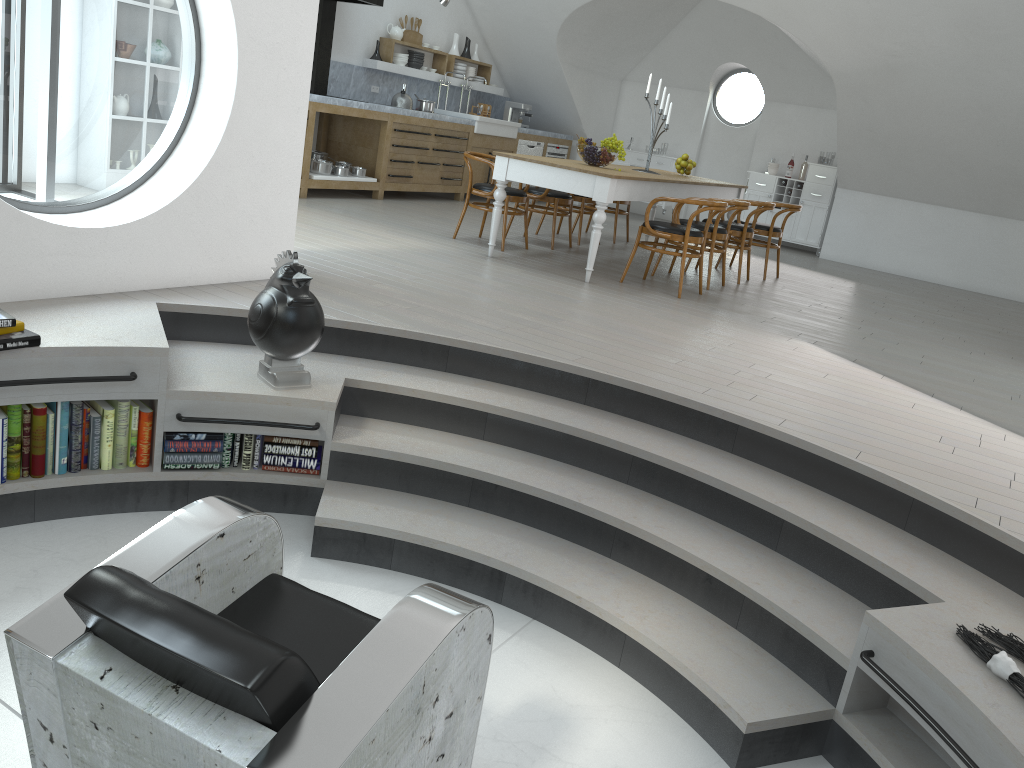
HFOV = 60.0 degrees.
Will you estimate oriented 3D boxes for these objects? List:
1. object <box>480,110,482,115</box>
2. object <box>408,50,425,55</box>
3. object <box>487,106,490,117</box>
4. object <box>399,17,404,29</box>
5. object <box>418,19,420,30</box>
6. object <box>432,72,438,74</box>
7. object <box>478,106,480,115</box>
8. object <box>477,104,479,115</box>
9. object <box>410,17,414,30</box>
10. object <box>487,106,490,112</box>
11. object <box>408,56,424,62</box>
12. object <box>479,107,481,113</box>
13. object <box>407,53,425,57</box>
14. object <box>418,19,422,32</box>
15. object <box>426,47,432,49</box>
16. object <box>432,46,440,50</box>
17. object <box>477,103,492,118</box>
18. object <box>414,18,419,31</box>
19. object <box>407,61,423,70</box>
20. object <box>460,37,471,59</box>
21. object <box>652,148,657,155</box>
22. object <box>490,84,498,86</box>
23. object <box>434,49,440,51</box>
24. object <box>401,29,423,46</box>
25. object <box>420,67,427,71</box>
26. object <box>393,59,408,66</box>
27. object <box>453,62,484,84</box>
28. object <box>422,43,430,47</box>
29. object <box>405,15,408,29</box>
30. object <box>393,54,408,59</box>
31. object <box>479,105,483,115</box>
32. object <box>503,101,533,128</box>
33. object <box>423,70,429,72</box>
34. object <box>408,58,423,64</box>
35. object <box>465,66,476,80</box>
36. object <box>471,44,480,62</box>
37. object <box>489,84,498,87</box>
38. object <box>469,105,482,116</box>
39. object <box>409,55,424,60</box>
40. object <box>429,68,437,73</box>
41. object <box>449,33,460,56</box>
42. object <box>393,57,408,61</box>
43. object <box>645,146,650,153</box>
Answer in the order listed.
[{"bbox_3d":[-0.422,-3.637,11.904,0.044,0.177,0.020,13,15,13],"label":"object"},{"bbox_3d":[-1.146,-3.925,10.564,0.206,0.079,0.206,19,19,30],"label":"object"},{"bbox_3d":[-0.332,-3.691,12.101,0.019,0.194,0.022,18,17,28],"label":"object"},{"bbox_3d":[-1.261,-4.126,10.317,0.016,0.257,0.199,22,19,37],"label":"object"},{"bbox_3d":[-1.113,-4.190,10.561,0.030,0.292,0.058,18,17,27],"label":"object"},{"bbox_3d":[-0.984,-3.843,10.953,0.164,0.012,0.165,-5,22,-42],"label":"object"},{"bbox_3d":[-0.445,-3.632,11.874,0.019,0.177,0.044,8,15,-6],"label":"object"},{"bbox_3d":[-0.457,-3.648,11.885,0.019,0.194,0.022,14,16,16],"label":"object"},{"bbox_3d":[-1.181,-4.168,10.446,0.040,0.297,0.061,17,17,25],"label":"object"},{"bbox_3d":[-0.333,-3.686,12.074,0.040,0.191,0.042,7,15,-11],"label":"object"},{"bbox_3d":[-1.150,-3.851,10.577,0.205,0.086,0.207,4,17,-18],"label":"object"},{"bbox_3d":[-0.437,-3.647,11.896,0.023,0.194,0.018,16,16,23],"label":"object"},{"bbox_3d":[-1.148,-3.898,10.572,0.205,0.083,0.207,-1,19,-33],"label":"object"},{"bbox_3d":[-1.116,-4.179,10.521,0.039,0.296,0.068,18,17,27],"label":"object"},{"bbox_3d":[-1.045,-4.061,10.707,0.164,0.012,0.165,-5,22,-42],"label":"object"},{"bbox_3d":[-0.932,-4.119,10.883,0.099,0.048,0.099,18,18,25],"label":"object"},{"bbox_3d":[-0.382,-3.698,12.061,0.104,0.221,0.201,18,18,27],"label":"object"},{"bbox_3d":[-1.147,-4.168,10.466,0.019,0.297,0.057,18,17,27],"label":"object"},{"bbox_3d":[-1.165,-3.801,10.591,0.206,0.072,0.207,14,17,15],"label":"object"},{"bbox_3d":[-0.577,-4.325,11.406,0.157,0.266,0.156,20,18,31],"label":"object"},{"bbox_3d":[2.019,-3.312,12.621,0.077,0.084,0.077,14,16,15],"label":"object"},{"bbox_3d":[-0.292,-4.072,12.079,0.214,0.025,0.214,14,17,15],"label":"object"},{"bbox_3d":[-0.936,-4.097,10.889,0.164,0.012,0.165,-5,22,-42],"label":"object"},{"bbox_3d":[-1.186,-4.091,10.461,0.084,0.156,0.355,18,18,27],"label":"object"},{"bbox_3d":[-1.078,-3.833,10.783,0.099,0.048,0.099,18,18,25],"label":"object"},{"bbox_3d":[-1.310,-3.750,10.352,0.181,0.063,0.182,-3,21,-37],"label":"object"},{"bbox_3d":[-0.573,-4.047,11.548,0.198,0.194,0.659,18,18,27],"label":"object"},{"bbox_3d":[-1.042,-4.084,10.701,0.099,0.048,0.099,18,18,25],"label":"object"},{"bbox_3d":[-1.242,-4.149,10.344,0.028,0.297,0.055,18,17,27],"label":"object"},{"bbox_3d":[-1.302,-3.794,10.342,0.181,0.068,0.182,-5,22,-42],"label":"object"},{"bbox_3d":[-0.420,-3.645,11.887,0.040,0.191,0.042,3,17,-24],"label":"object"},{"bbox_3d":[0.126,-3.724,12.293,0.388,0.318,0.325,18,18,27],"label":"object"},{"bbox_3d":[-1.082,-3.811,10.789,0.164,0.012,0.165,-5,22,-42],"label":"object"},{"bbox_3d":[-1.161,-3.826,10.584,0.205,0.086,0.207,3,18,-23],"label":"object"},{"bbox_3d":[-0.552,-4.042,11.537,0.158,0.159,0.155,0,19,-32],"label":"object"},{"bbox_3d":[-0.475,-4.341,11.608,0.156,0.217,0.157,13,16,9],"label":"object"},{"bbox_3d":[-0.293,-4.064,12.082,0.214,0.025,0.214,14,17,15],"label":"object"},{"bbox_3d":[-0.490,-3.634,11.874,0.100,0.170,0.173,19,18,29],"label":"object"},{"bbox_3d":[-1.151,-3.873,10.574,0.206,0.072,0.207,14,17,15],"label":"object"},{"bbox_3d":[-0.980,-3.865,10.946,0.099,0.048,0.099,18,18,25],"label":"object"},{"bbox_3d":[-0.714,-4.282,11.185,0.156,0.266,0.157,15,16,16],"label":"object"},{"bbox_3d":[-1.307,-3.771,10.346,0.181,0.065,0.182,3,18,-23],"label":"object"},{"bbox_3d":[1.936,-3.337,12.624,0.082,0.104,0.082,23,20,40],"label":"object"}]
